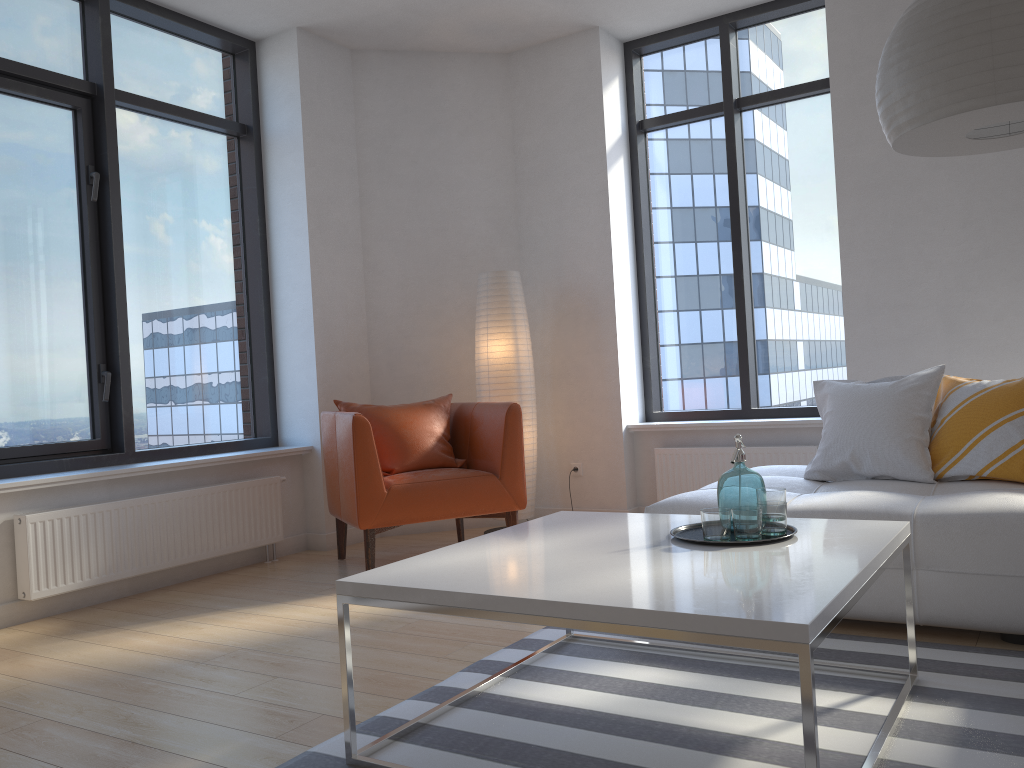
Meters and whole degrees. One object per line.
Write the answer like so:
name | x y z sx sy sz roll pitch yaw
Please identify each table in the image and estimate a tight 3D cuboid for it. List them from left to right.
table | 0.348 0.636 2.254 1.091 0.435 1.091 -3 0 32

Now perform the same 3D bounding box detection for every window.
window | -2.043 -0.795 4.472 0.170 2.402 1.960 -3 0 32
window | 1.366 -0.993 5.322 1.310 2.402 0.170 -3 0 32

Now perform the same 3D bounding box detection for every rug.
rug | 0.338 0.858 1.991 1.662 0.016 2.326 -3 0 32

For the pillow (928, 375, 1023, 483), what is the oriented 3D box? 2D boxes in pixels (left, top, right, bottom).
pillow | 1.863 0.156 2.556 0.630 0.440 2.095 -3 0 -11

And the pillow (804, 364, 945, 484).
pillow | 1.757 0.145 2.857 0.580 0.456 2.156 -3 0 -32

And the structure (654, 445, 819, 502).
structure | 1.306 0.583 5.024 1.015 0.460 0.110 -3 0 32

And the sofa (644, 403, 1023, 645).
sofa | 1.315 0.442 2.181 2.614 0.732 3.424 -3 0 32

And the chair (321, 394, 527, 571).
chair | -0.496 0.487 4.617 0.896 0.858 0.843 -3 0 -25

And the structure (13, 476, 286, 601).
structure | -1.657 0.755 4.318 0.110 0.460 1.474 -3 0 32

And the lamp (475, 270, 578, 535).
lamp | 0.197 0.103 5.220 0.804 1.550 0.502 -3 0 -7

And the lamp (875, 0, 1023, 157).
lamp | 2.463 -0.583 2.813 3.199 2.647 0.710 -3 0 -22

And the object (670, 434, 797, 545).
object | 0.583 0.272 2.369 0.330 0.265 0.330 -3 0 -33
